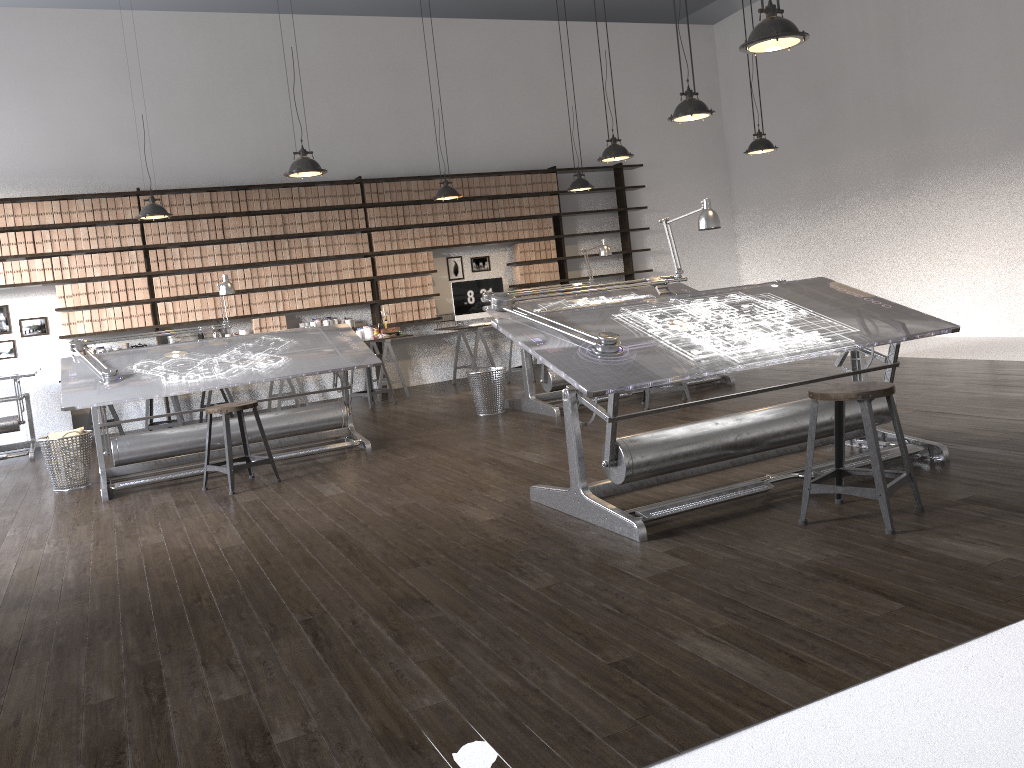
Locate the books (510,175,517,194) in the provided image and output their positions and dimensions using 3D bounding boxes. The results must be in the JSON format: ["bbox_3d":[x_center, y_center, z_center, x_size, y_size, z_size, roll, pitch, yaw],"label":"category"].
[{"bbox_3d":[-0.017,-2.418,10.801,0.067,0.225,0.175,-8,5,-24],"label":"books"}]

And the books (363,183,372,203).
[{"bbox_3d":[-1.654,-2.149,10.048,0.067,0.225,0.175,-8,5,-24],"label":"books"}]

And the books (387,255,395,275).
[{"bbox_3d":[-1.409,-1.360,10.159,0.067,0.225,0.175,-8,5,-24],"label":"books"}]

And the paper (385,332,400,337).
[{"bbox_3d":[-1.313,-0.548,9.742,0.155,0.038,0.138,-8,6,-10],"label":"paper"}]

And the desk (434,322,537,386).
[{"bbox_3d":[0.014,-0.415,10.406,1.673,0.667,0.656,-9,5,-24],"label":"desk"}]

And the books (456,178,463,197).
[{"bbox_3d":[-0.650,-2.314,10.511,0.067,0.225,0.175,-8,5,-24],"label":"books"}]

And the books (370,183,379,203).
[{"bbox_3d":[-1.585,-2.160,10.073,0.067,0.225,0.175,-8,5,-24],"label":"books"}]

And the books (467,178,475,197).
[{"bbox_3d":[-0.515,-2.337,10.573,0.067,0.225,0.175,-8,5,-24],"label":"books"}]

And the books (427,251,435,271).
[{"bbox_3d":[-0.977,-1.431,10.365,0.067,0.225,0.175,-8,5,-24],"label":"books"}]

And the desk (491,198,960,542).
[{"bbox_3d":[0.992,-0.216,4.290,2.074,1.382,1.077,-9,5,-24],"label":"desk"}]

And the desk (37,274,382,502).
[{"bbox_3d":[-2.183,-0.082,6.335,2.286,1.382,1.077,-9,5,-24],"label":"desk"}]

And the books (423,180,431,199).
[{"bbox_3d":[-1.021,-2.253,10.338,0.067,0.225,0.175,-8,5,-24],"label":"books"}]

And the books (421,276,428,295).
[{"bbox_3d":[-1.043,-1.143,10.334,0.067,0.225,0.175,-8,5,-24],"label":"books"}]

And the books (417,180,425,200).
[{"bbox_3d":[-1.083,-2.243,10.305,0.067,0.225,0.175,-8,5,-24],"label":"books"}]

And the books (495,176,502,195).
[{"bbox_3d":[-0.202,-2.388,10.715,0.067,0.225,0.175,-8,5,-24],"label":"books"}]

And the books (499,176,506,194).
[{"bbox_3d":[-0.145,-2.397,10.740,0.067,0.225,0.175,-8,5,-24],"label":"books"}]

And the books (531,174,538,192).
[{"bbox_3d":[0.241,-2.460,10.914,0.067,0.225,0.175,-8,5,-24],"label":"books"}]

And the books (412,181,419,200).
[{"bbox_3d":[-1.149,-2.232,10.277,0.067,0.225,0.175,-8,5,-24],"label":"books"}]

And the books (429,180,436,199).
[{"bbox_3d":[-0.959,-2.264,10.369,0.067,0.225,0.174,-8,5,-24],"label":"books"}]

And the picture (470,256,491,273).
[{"bbox_3d":[-0.386,-1.464,10.818,0.252,0.183,0.023,-9,4,-25],"label":"picture"}]

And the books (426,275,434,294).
[{"bbox_3d":[-0.986,-1.152,10.358,0.067,0.225,0.175,-8,5,-24],"label":"books"}]

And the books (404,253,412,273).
[{"bbox_3d":[-1.226,-1.389,10.242,0.067,0.225,0.175,-8,5,-24],"label":"books"}]

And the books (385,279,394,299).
[{"bbox_3d":[-1.422,-1.081,10.155,0.067,0.225,0.175,-8,5,-24],"label":"books"}]

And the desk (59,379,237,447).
[{"bbox_3d":[-3.504,0.164,8.783,1.673,0.667,0.656,-9,5,-24],"label":"desk"}]

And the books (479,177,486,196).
[{"bbox_3d":[-0.387,-2.358,10.631,0.067,0.225,0.174,-8,5,-24],"label":"books"}]

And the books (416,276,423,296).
[{"bbox_3d":[-1.101,-1.133,10.302,0.067,0.225,0.175,-8,5,-24],"label":"books"}]

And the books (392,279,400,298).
[{"bbox_3d":[-1.357,-1.092,10.191,0.067,0.225,0.175,-8,5,-24],"label":"books"}]

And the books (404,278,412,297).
[{"bbox_3d":[-1.229,-1.113,10.249,0.067,0.225,0.174,-8,5,-24],"label":"books"}]

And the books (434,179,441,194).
[{"bbox_3d":[-0.895,-2.274,10.394,0.067,0.225,0.174,-8,5,-24],"label":"books"}]

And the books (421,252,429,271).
[{"bbox_3d":[-1.039,-1.421,10.331,0.067,0.225,0.174,-8,5,-24],"label":"books"}]

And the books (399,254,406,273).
[{"bbox_3d":[-1.288,-1.380,10.219,0.067,0.225,0.175,-8,5,-24],"label":"books"}]

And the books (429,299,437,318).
[{"bbox_3d":[-0.950,-0.879,10.380,0.067,0.225,0.174,-8,5,-24],"label":"books"}]

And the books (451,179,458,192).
[{"bbox_3d":[-0.708,-2.305,10.481,0.067,0.225,0.175,-8,5,-24],"label":"books"}]

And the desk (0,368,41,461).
[{"bbox_3d":[-4.988,0.191,8.063,1.272,1.094,1.072,-9,5,-24],"label":"desk"}]

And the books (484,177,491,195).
[{"bbox_3d":[-0.323,-2.368,10.661,0.067,0.225,0.175,-8,5,-24],"label":"books"}]

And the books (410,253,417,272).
[{"bbox_3d":[-1.168,-1.400,10.276,0.067,0.225,0.175,-8,5,-24],"label":"books"}]

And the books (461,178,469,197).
[{"bbox_3d":[-0.581,-2.325,10.537,0.067,0.225,0.175,-8,5,-24],"label":"books"}]

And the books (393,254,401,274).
[{"bbox_3d":[-1.344,-1.370,10.191,0.067,0.225,0.175,-8,5,-24],"label":"books"}]

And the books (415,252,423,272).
[{"bbox_3d":[-1.104,-1.410,10.305,0.067,0.225,0.174,-8,5,-24],"label":"books"}]

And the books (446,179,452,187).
[{"bbox_3d":[-0.763,-2.295,10.451,0.067,0.225,0.175,-8,5,-24],"label":"books"}]

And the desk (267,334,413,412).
[{"bbox_3d":[-1.914,-0.098,9.516,1.673,0.667,0.656,-9,5,-24],"label":"desk"}]

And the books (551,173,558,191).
[{"bbox_3d":[0.490,-2.501,11.033,0.067,0.225,0.174,-8,5,-24],"label":"books"}]

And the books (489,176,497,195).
[{"bbox_3d":[-0.260,-2.378,10.683,0.067,0.225,0.175,-8,5,-24],"label":"books"}]

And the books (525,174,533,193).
[{"bbox_3d":[0.176,-2.449,10.884,0.067,0.225,0.175,-8,5,-24],"label":"books"}]

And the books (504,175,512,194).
[{"bbox_3d":[-0.079,-2.408,10.768,0.067,0.225,0.175,-8,5,-24],"label":"books"}]

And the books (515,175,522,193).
[{"bbox_3d":[0.045,-2.429,10.832,0.067,0.225,0.174,-8,5,-24],"label":"books"}]

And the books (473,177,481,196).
[{"bbox_3d":[-0.449,-2.347,10.598,0.067,0.225,0.174,-8,5,-24],"label":"books"}]

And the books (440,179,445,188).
[{"bbox_3d":[-0.828,-2.284,10.421,0.067,0.225,0.175,-8,5,-24],"label":"books"}]

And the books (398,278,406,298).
[{"bbox_3d":[-1.291,-1.102,10.216,0.067,0.225,0.174,-8,5,-24],"label":"books"}]

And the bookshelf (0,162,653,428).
[{"bbox_3d":[-2.336,-0.641,9.832,9.203,3.198,0.373,-9,4,-24],"label":"bookshelf"}]

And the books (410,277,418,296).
[{"bbox_3d":[-1.165,-1.123,10.279,0.067,0.225,0.175,-8,5,-24],"label":"books"}]

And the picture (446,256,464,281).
[{"bbox_3d":[-0.685,-1.394,10.681,0.202,0.284,0.022,-9,4,-25],"label":"picture"}]

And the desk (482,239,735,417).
[{"bbox_3d":[0.837,-0.578,7.728,2.074,1.382,1.077,-9,5,-24],"label":"desk"}]

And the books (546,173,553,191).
[{"bbox_3d":[0.426,-2.491,11.007,0.067,0.225,0.174,-8,5,-24],"label":"books"}]
